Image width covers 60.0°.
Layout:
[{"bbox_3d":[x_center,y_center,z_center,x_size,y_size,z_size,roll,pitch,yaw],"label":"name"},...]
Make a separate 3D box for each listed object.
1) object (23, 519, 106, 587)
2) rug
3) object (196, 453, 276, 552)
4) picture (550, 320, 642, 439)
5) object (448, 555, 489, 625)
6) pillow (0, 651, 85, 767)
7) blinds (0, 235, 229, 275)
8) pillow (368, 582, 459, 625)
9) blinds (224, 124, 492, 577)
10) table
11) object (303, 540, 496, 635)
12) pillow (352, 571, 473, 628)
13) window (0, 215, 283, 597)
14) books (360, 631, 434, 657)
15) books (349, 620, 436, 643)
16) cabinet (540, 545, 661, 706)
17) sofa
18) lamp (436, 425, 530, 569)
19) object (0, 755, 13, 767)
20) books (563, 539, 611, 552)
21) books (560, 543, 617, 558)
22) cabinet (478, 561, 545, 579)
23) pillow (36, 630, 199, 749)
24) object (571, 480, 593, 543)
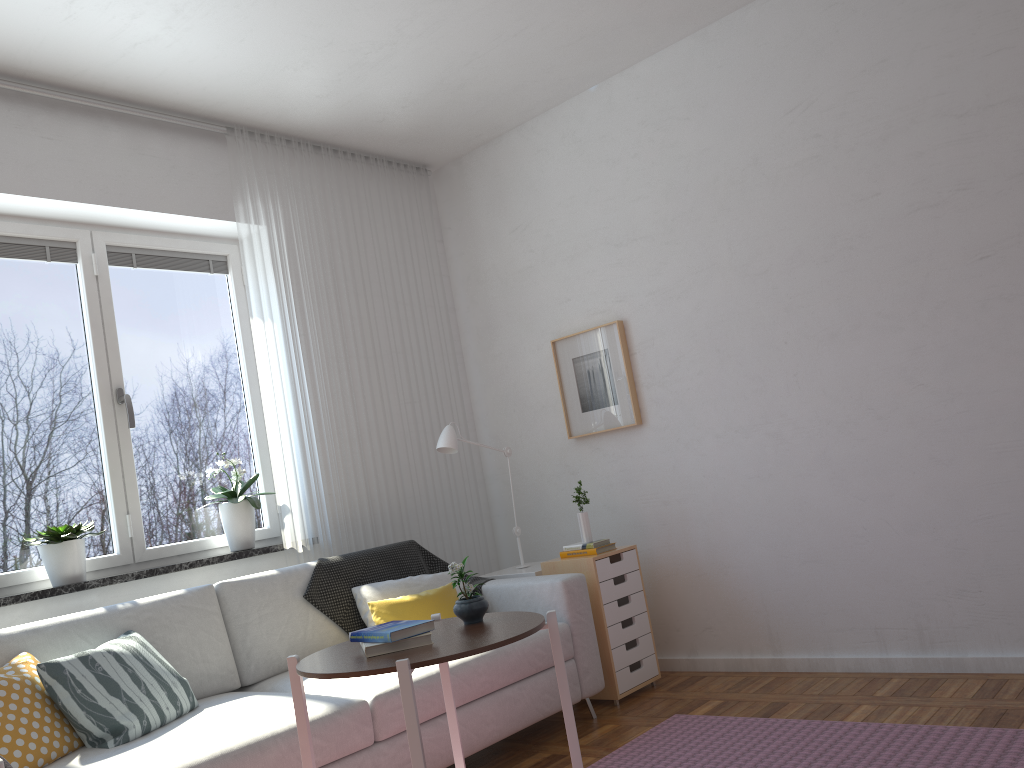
[{"bbox_3d":[-1.709,0.647,3.394,0.284,0.237,0.267,-13,-7,22],"label":"object"},{"bbox_3d":[0.717,1.109,1.830,2.371,0.008,2.456,-16,-9,40],"label":"rug"},{"bbox_3d":[-1.275,0.536,4.006,0.341,0.443,0.286,-13,-7,29],"label":"object"},{"bbox_3d":[0.420,-0.014,4.495,0.432,0.523,0.050,-15,-7,40],"label":"picture"},{"bbox_3d":[-0.118,0.542,2.338,0.096,0.174,0.109,-12,-6,19],"label":"object"},{"bbox_3d":[-1.461,0.967,2.573,0.313,0.317,0.465,-11,-6,8],"label":"pillow"},{"bbox_3d":[-2.329,-0.540,3.283,0.015,0.098,2.843,-15,-8,40],"label":"blinds"},{"bbox_3d":[-0.370,0.935,3.584,0.401,0.194,0.211,-6,-7,-32],"label":"pillow"},{"bbox_3d":[-0.671,0.184,4.472,0.055,2.882,1.292,-15,-7,40],"label":"blinds"},{"bbox_3d":[-0.166,0.957,2.172,0.619,0.686,0.617,-15,-8,39],"label":"table"},{"bbox_3d":[-0.424,1.026,3.964,0.677,0.647,0.979,-11,-6,10],"label":"object"},{"bbox_3d":[-0.388,0.946,3.795,0.531,0.259,0.302,-6,-8,-35],"label":"pillow"},{"bbox_3d":[-2.196,0.061,3.201,0.151,1.508,3.019,-15,-8,40],"label":"window"},{"bbox_3d":[-0.289,0.631,2.187,0.162,0.026,0.209,-8,-7,-14],"label":"books"},{"bbox_3d":[-0.293,0.603,2.165,0.136,0.024,0.175,-4,-9,-44],"label":"books"},{"bbox_3d":[0.410,1.097,4.060,0.302,0.642,0.349,-15,-8,40],"label":"cabinet"},{"bbox_3d":[-0.807,1.104,3.147,1.006,0.841,2.460,-15,-8,40],"label":"sofa"},{"bbox_3d":[-0.510,0.694,2.275,0.332,1.344,4.597,-11,-6,10],"label":"lamp"},{"bbox_3d":[-1.475,1.182,2.217,0.609,0.533,0.288,-15,-8,40],"label":"object"},{"bbox_3d":[0.345,0.742,4.087,0.175,0.024,0.136,-16,-9,40],"label":"books"},{"bbox_3d":[0.352,0.768,4.091,0.211,0.028,0.164,-16,-9,40],"label":"books"},{"bbox_3d":[0.142,1.201,4.367,0.401,0.599,0.400,-15,-8,40],"label":"cabinet"},{"bbox_3d":[-1.231,0.952,2.816,0.310,0.288,0.470,-11,-6,12],"label":"pillow"},{"bbox_3d":[0.328,0.587,4.092,0.081,0.287,0.086,-5,-8,-43],"label":"object"}]
